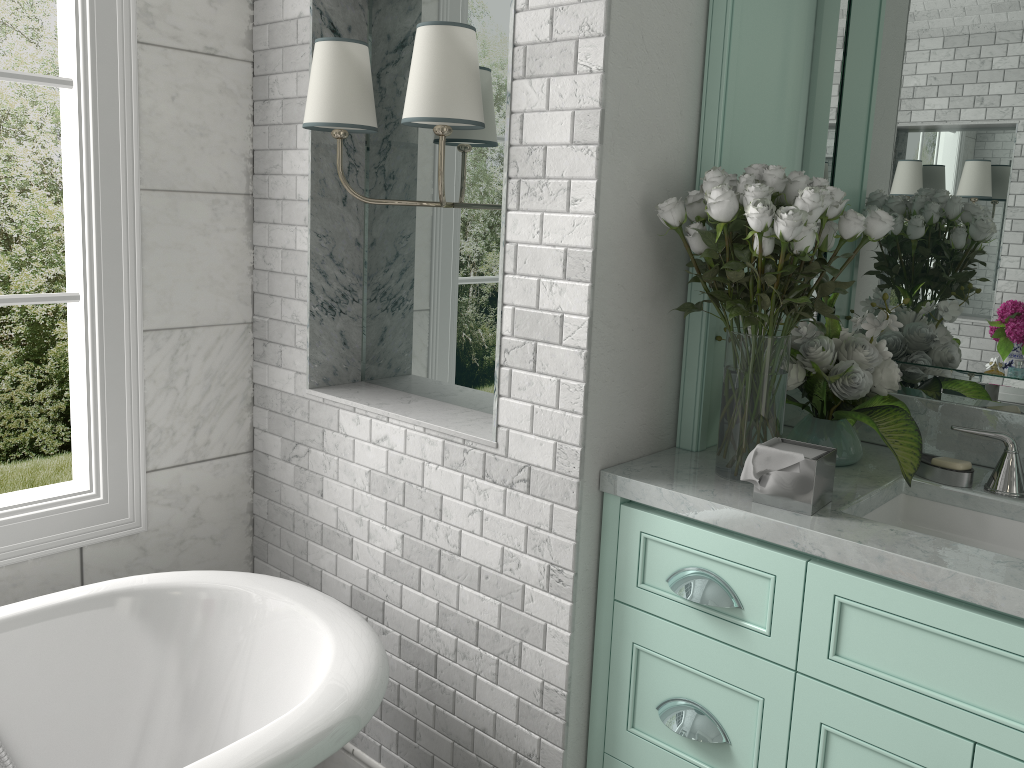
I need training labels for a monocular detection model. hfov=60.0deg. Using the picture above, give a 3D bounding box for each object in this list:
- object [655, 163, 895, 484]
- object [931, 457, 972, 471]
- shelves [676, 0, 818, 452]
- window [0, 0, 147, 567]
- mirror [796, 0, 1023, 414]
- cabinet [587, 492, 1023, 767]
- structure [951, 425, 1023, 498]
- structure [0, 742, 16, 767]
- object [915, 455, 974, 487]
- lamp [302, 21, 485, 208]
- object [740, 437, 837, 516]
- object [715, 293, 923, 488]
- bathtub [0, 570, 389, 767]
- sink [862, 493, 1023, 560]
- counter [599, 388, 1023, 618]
[{"bbox_3d":[0.508,-0.121,1.828,0.392,0.649,0.358,-5,12,-36],"label":"object"},{"bbox_3d":[0.937,0.170,1.888,0.051,0.022,0.077,-3,12,-27],"label":"object"},{"bbox_3d":[1.627,-0.689,1.153,2.820,2.110,0.466,12,13,41],"label":"shelves"},{"bbox_3d":[-1.596,-0.642,1.593,0.119,2.308,1.836,10,13,41],"label":"window"},{"bbox_3d":[1.290,-0.856,1.707,1.441,1.921,0.015,11,12,41],"label":"mirror"},{"bbox_3d":[1.462,0.943,1.315,2.808,1.091,0.865,12,14,41],"label":"cabinet"},{"bbox_3d":[0.994,0.159,1.844,0.157,0.121,0.083,8,11,25],"label":"structure"},{"bbox_3d":[-1.342,0.687,1.644,0.780,1.277,0.342,-5,12,-38],"label":"structure"},{"bbox_3d":[0.928,0.186,1.909,0.080,0.034,0.134,-4,13,-30],"label":"object"},{"bbox_3d":[-0.243,-0.615,2.097,0.550,0.381,0.309,12,13,41],"label":"lamp"},{"bbox_3d":[0.526,0.171,1.696,0.136,0.112,0.147,10,13,36],"label":"object"},{"bbox_3d":[0.725,-0.019,1.995,0.454,0.400,0.395,12,14,42],"label":"object"},{"bbox_3d":[-1.150,0.987,1.372,0.945,0.753,2.172,12,14,41],"label":"bathtub"},{"bbox_3d":[0.953,0.337,1.608,0.605,0.078,0.347,12,15,41],"label":"sink"},{"bbox_3d":[1.504,0.318,1.232,2.818,0.180,0.826,12,15,41],"label":"counter"}]
